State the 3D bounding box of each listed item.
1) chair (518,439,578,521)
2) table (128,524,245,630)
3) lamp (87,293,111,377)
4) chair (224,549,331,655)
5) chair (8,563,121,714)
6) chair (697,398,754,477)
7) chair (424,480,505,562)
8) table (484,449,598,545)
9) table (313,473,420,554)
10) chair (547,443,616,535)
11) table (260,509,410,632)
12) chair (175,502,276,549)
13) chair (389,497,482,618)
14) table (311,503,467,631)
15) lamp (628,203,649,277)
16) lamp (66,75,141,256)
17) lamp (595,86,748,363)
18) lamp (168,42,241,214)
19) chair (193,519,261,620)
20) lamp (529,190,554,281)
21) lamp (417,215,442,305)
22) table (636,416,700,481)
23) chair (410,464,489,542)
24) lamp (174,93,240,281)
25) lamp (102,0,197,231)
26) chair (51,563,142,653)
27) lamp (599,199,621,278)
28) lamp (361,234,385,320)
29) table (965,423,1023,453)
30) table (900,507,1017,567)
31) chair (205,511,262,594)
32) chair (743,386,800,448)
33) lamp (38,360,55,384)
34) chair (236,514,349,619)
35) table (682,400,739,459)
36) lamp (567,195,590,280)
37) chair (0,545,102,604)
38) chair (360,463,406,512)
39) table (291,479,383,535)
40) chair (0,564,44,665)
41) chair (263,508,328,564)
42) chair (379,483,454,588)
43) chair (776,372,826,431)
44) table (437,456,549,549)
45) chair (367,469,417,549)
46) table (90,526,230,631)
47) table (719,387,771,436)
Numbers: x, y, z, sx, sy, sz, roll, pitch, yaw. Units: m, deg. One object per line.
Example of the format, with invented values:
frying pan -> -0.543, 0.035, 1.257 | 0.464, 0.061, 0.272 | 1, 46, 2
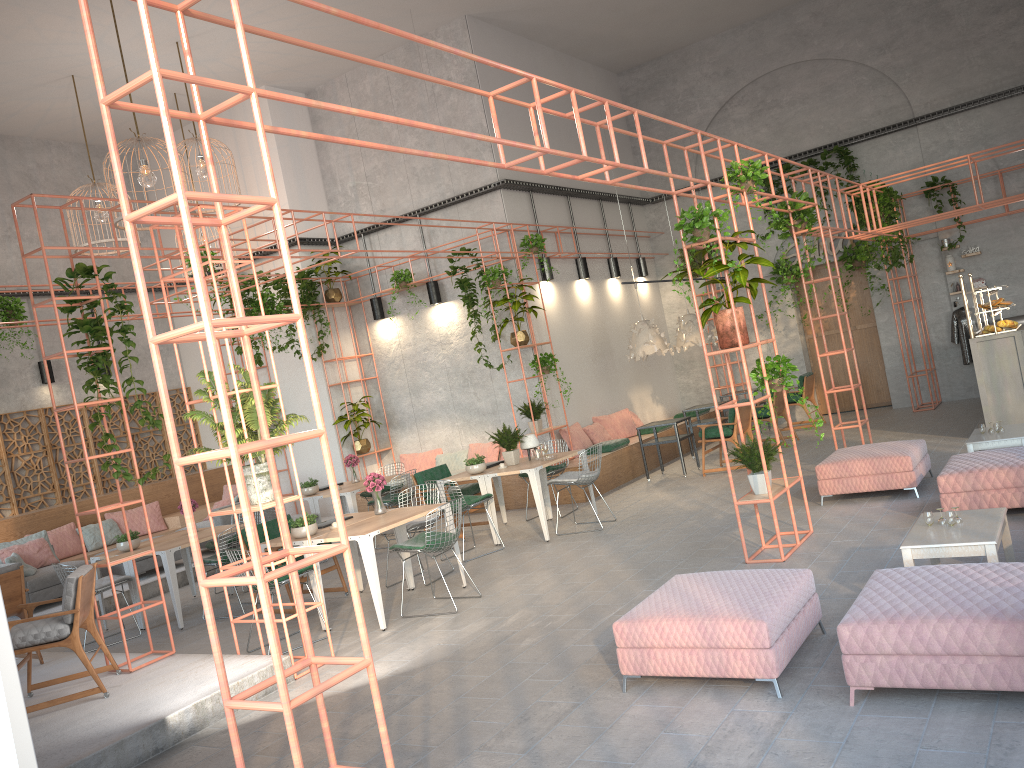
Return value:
chair -> 0.451, 1.248, 11.556 | 0.565, 0.941, 0.717 | -11, 1, 35
table -> -3.423, 2.096, 9.766 | 0.694, 0.830, 1.214 | -11, 1, 33
lamp -> -6.989, -0.829, 14.926 | 0.185, 1.436, 0.179 | -11, 1, 33
chair -> -2.024, 1.793, 7.668 | 0.717, 0.941, 0.565 | -12, 1, -40
chair -> -3.418, 1.902, 6.631 | 0.685, 0.914, 0.722 | -12, 1, -17
chair -> 3.020, 0.731, 12.356 | 0.685, 0.929, 0.722 | -11, 1, 33
chair -> -0.541, 1.466, 10.001 | 0.717, 0.941, 0.565 | -12, 1, -40
table -> 0.364, 1.324, 10.493 | 0.694, 0.830, 1.214 | -11, 1, 33
table -> -1.950, 1.772, 12.047 | 0.694, 0.830, 1.214 | -11, 1, 33
chair -> 0.777, 1.198, 10.232 | 0.717, 0.941, 0.565 | -11, 1, 30
table -> -1.690, 1.774, 8.540 | 0.694, 0.830, 1.205 | -11, 1, 33
chair -> -4.310, 2.120, 13.387 | 1.127, 0.672, 1.052 | -11, 1, 33
chair -> -0.706, 1.524, 7.898 | 0.717, 0.941, 0.565 | -11, 1, 30
table -> -1.117, 1.662, 8.160 | 0.694, 0.830, 1.214 | -11, 1, 33
lamp -> 2.369, -2.744, 16.867 | 0.185, 1.425, 0.179 | -11, 1, 33
lamp -> -6.101, -3.636, 12.628 | 0.883, 3.476, 0.883 | -11, 1, -4
lamp -> 2.576, -2.535, 14.349 | 0.704, 4.052, 4.456 | -11, 1, 33
lamp -> -4.516, -4.173, 12.241 | 0.883, 3.476, 0.883 | -11, 1, -4
chair -> -3.008, 1.969, 9.503 | 0.717, 0.941, 0.565 | -11, 1, 30
lamp -> 0.425, -2.317, 13.851 | 0.185, 1.425, 0.179 | -11, 1, 33
lamp -> -1.335, -1.964, 13.955 | 0.179, 1.425, 0.185 | -11, 1, 33
table -> 2.275, 0.945, 12.877 | 0.635, 0.798, 0.602 | -11, 1, 33
chair -> -0.758, 1.499, 11.357 | 0.685, 0.917, 0.722 | -11, 1, 33
lamp -> -5.096, -3.429, 14.022 | 0.883, 3.476, 0.883 | -11, 1, -4
lamp -> -4.341, -3.533, 9.938 | 0.883, 3.476, 0.883 | -11, 1, -4
chair -> -4.326, 2.238, 9.273 | 0.717, 0.941, 0.565 | -12, 1, -40
lamp -> 1.719, -2.602, 15.859 | 0.185, 1.425, 0.179 | -11, 1, 33
lamp -> -2.325, -1.772, 14.620 | 0.179, 1.425, 0.185 | -11, 1, 33
table -> 4.692, 0.682, 8.450 | 0.520, 0.455, 0.916 | -11, 1, 33
table -> 2.791, 1.104, 5.499 | 0.520, 0.455, 0.916 | -11, 1, 33
chair -> -3.333, 2.020, 10.827 | 0.565, 0.941, 0.717 | -11, 1, 35
chair -> 3.973, 0.522, 13.834 | 0.685, 0.930, 0.722 | -11, 1, 33
lamp -> -7.516, -0.713, 14.108 | 0.185, 1.436, 0.185 | -12, 1, -16
chair -> -2.242, 1.825, 9.024 | 0.685, 0.917, 0.722 | -11, 1, 33
table -> 3.219, 0.737, 14.342 | 0.635, 0.798, 0.602 | -11, 1, 33
lamp -> 1.075, -2.460, 14.859 | 0.185, 1.425, 0.179 | -11, 1, 33
chair -> -6.092, 2.459, 11.375 | 1.056, 0.586, 1.127 | -11, 1, 33
chair -> -1.862, 1.696, 13.110 | 0.565, 0.941, 0.717 | -11, 1, 35
table -> -2.523, 1.883, 12.428 | 0.694, 0.830, 1.205 | -11, 1, 33
chair -> -4.737, 2.146, 7.862 | 0.685, 0.929, 0.722 | -11, 1, 33
chair -> -2.854, 1.915, 11.556 | 0.717, 0.941, 0.565 | -12, 1, -40
chair -> -1.032, 1.574, 9.222 | 0.565, 0.941, 0.717 | -11, 1, 35
chair -> 4.905, 0.317, 15.281 | 0.685, 0.930, 0.722 | -11, 1, 33
table -> -0.209, 1.435, 10.873 | 0.694, 0.830, 1.205 | -11, 1, 33
chair -> -1.536, 1.646, 11.786 | 0.717, 0.941, 0.565 | -11, 1, 30
table -> -3.994, 2.206, 10.144 | 0.694, 0.830, 1.205 | -11, 1, 33
table -> 4.163, 0.530, 15.806 | 0.635, 0.798, 0.602 | -11, 1, 33
